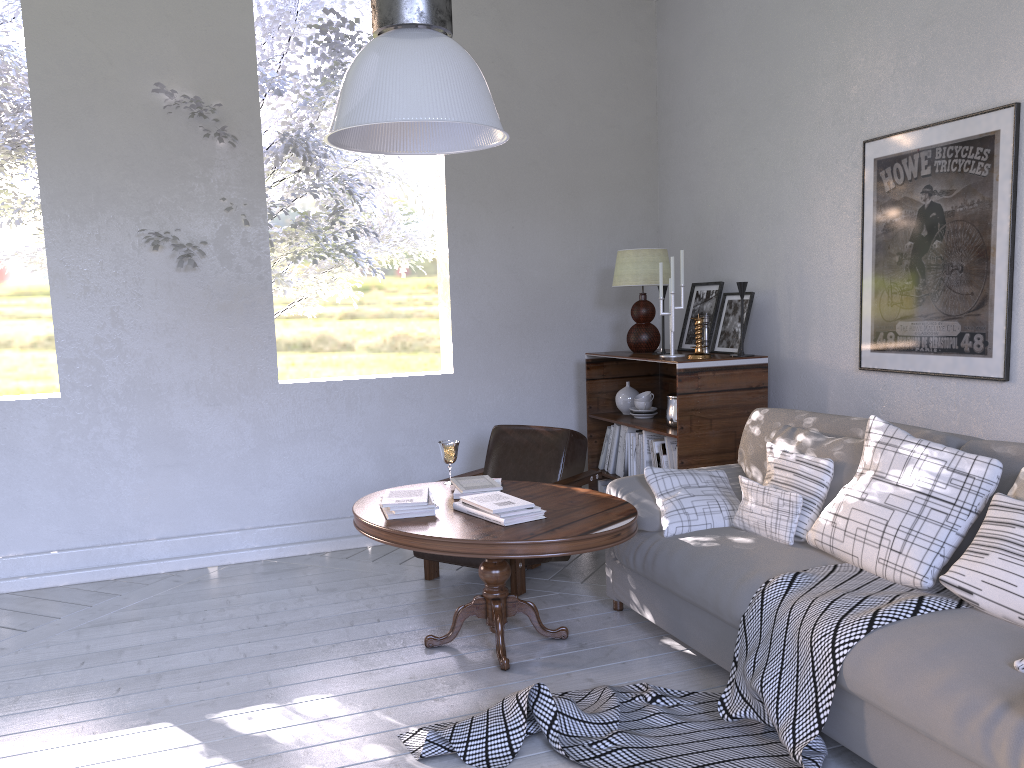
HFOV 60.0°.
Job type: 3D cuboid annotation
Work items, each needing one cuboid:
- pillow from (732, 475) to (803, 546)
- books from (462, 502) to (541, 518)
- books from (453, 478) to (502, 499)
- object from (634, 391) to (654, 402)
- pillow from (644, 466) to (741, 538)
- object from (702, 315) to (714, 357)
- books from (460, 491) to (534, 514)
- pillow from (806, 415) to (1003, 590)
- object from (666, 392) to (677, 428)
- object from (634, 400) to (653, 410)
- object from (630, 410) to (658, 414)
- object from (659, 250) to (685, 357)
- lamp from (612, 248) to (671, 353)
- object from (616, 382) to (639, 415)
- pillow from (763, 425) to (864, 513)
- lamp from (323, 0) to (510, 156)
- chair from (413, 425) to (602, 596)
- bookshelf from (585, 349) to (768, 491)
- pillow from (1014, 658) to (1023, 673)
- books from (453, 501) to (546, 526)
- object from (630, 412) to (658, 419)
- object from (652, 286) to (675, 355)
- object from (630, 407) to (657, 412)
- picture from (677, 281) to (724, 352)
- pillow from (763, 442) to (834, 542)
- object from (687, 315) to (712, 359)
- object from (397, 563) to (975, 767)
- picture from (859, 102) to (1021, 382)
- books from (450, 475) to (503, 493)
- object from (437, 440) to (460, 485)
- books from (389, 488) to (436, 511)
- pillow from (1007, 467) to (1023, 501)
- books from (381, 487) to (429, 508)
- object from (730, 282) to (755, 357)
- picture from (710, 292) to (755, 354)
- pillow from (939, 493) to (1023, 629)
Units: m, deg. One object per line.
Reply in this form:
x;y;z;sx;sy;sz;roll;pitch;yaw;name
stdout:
0.740;0.367;2.570;0.070;0.168;0.282;-5;7;-23;pillow
-0.034;0.355;2.597;0.135;0.010;0.239;-5;6;-29;books
-0.111;0.344;2.932;0.147;0.018;0.229;-2;5;1;books
0.573;0.067;3.864;0.078;0.068;0.082;-3;6;-6;object
0.584;0.370;2.805;0.310;0.207;0.214;-3;6;-14;pillow
0.767;-0.195;3.500;0.062;0.173;0.061;-9;10;-44;object
-0.047;0.344;2.592;0.136;0.010;0.213;-5;6;-29;books
0.962;0.291;2.223;0.219;0.387;0.452;-4;7;-19;pillow
0.702;0.065;3.543;0.143;0.224;0.190;-6;8;-30;object
0.573;0.096;3.869;0.079;0.050;0.082;3;8;42;object
0.576;0.126;3.871;0.121;0.021;0.121;1;6;29;object
0.641;-0.321;3.550;0.101;0.426;0.100;-8;9;-37;object
0.575;-0.362;3.889;0.266;0.449;0.267;5;10;44;lamp
0.525;0.064;4.001;0.111;0.148;0.122;-5;7;-23;object
0.896;0.298;2.599;0.151;0.315;0.487;-5;6;-20;pillow
-0.191;-0.759;1.667;0.355;0.586;0.353;-1;7;7;lamp
-0.031;0.464;3.455;0.495;0.557;0.702;3;8;34;chair
0.672;0.274;3.768;0.400;0.804;0.795;-5;7;-20;bookshelf
1.111;0.461;1.607;0.313;0.222;0.212;-4;7;-22;pillow
-0.040;0.371;2.605;0.148;0.021;0.278;-5;6;-34;books
0.576;0.136;3.872;0.121;0.021;0.121;1;6;29;object
0.638;-0.269;3.739;0.095;0.290;0.094;-2;7;2;object
0.575;0.116;3.873;0.121;0.024;0.120;-3;5;-16;object
0.817;-0.290;3.852;0.095;0.302;0.230;-5;7;-20;picture
0.811;0.323;2.592;0.129;0.271;0.309;-4;7;-17;pillow
0.721;-0.186;3.418;0.096;0.173;0.095;-2;7;-2;object
0.463;0.667;2.111;1.499;0.397;0.493;-1;6;10;object
1.307;-0.413;2.767;0.019;0.777;0.586;-5;7;-20;picture
-0.121;0.330;2.930;0.136;0.011;0.213;-3;5;-14;books
-0.216;0.272;3.064;0.076;0.149;0.076;-5;8;-25;object
-0.309;0.351;2.705;0.135;0.010;0.239;-3;5;-9;books
1.198;0.360;1.804;0.151;0.315;0.487;-5;6;-21;pillow
-0.321;0.342;2.688;0.136;0.011;0.215;-2;5;-4;books
0.892;-0.249;3.434;0.095;0.290;0.094;-2;7;2;object
0.900;-0.247;3.626;0.080;0.253;0.201;-5;7;-20;picture
1.078;0.384;1.862;0.154;0.258;0.311;-5;7;-21;pillow
